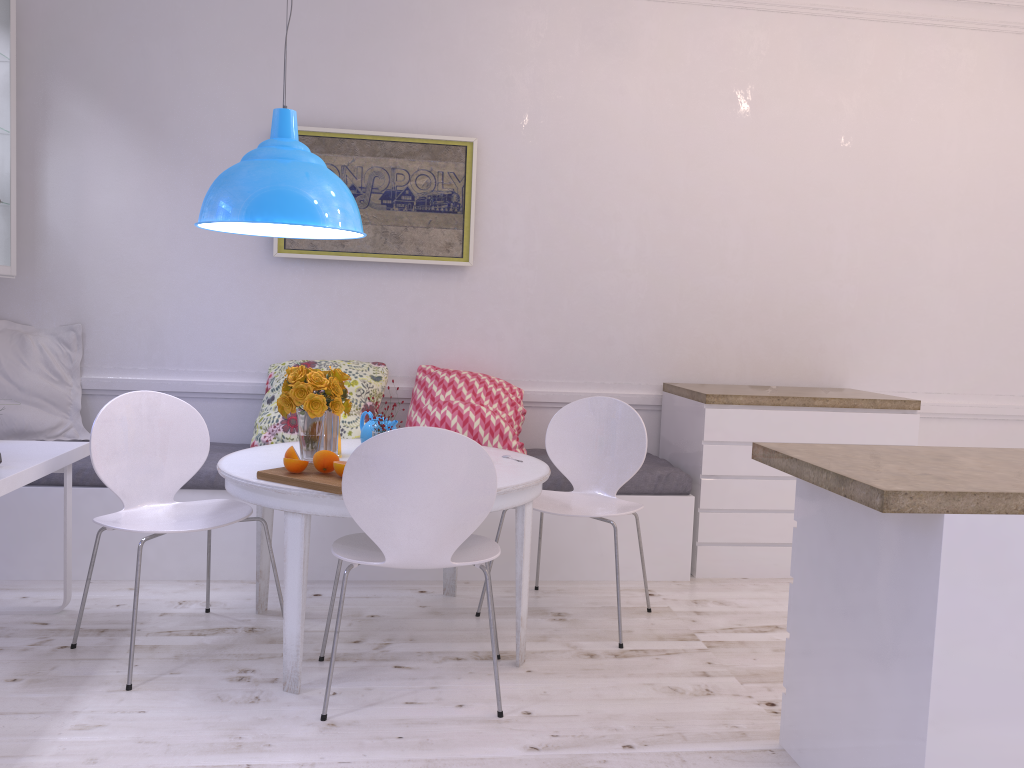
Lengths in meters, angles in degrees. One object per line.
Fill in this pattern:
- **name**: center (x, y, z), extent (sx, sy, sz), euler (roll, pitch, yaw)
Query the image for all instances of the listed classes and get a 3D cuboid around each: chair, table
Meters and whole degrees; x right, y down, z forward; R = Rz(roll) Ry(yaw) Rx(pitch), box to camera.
- **chair**: center (-0.290, 0.518, 2.695), extent (0.604, 0.845, 0.483), euler (2, 4, -8)
- **table**: center (-1.865, 0.576, 2.561), extent (0.736, 0.619, 1.514), euler (2, 4, -8)
- **table**: center (-0.447, 0.585, 3.132), extent (1.140, 0.629, 1.140), euler (4, 5, 21)
- **chair**: center (-1.126, 0.462, 2.982), extent (0.483, 0.845, 0.604), euler (6, 5, 38)
- **chair**: center (0.252, 0.483, 3.451), extent (0.604, 0.845, 0.483), euler (5, 5, 27)

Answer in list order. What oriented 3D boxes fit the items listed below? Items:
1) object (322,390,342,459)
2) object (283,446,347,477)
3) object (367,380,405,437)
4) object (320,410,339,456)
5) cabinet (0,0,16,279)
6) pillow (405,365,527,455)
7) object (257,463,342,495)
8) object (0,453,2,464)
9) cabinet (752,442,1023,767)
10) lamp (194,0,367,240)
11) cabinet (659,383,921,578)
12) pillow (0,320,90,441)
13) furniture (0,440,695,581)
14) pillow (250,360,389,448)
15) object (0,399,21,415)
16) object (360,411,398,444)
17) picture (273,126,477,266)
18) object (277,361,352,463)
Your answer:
- **object**: center (-0.645, 0.125, 3.169), extent (0.116, 0.267, 0.094), euler (4, 5, 19)
- **object**: center (-0.594, 0.237, 2.686), extent (0.285, 0.075, 0.129), euler (5, 5, 28)
- **object**: center (-0.441, 0.128, 3.097), extent (0.128, 0.287, 0.128), euler (2, 4, -6)
- **object**: center (-0.659, 0.173, 3.064), extent (0.122, 0.186, 0.101), euler (4, 5, 22)
- **cabinet**: center (-2.394, -1.113, 3.627), extent (0.425, 1.311, 0.823), euler (2, 4, -8)
- **pillow**: center (-0.219, 0.137, 4.285), extent (0.587, 0.424, 0.491), euler (2, 4, -5)
- **object**: center (-0.573, 0.285, 2.701), extent (0.347, 0.024, 0.224), euler (5, 5, 32)
- **object**: center (-1.626, 0.226, 2.757), extent (0.052, 0.067, 0.066), euler (2, 4, -7)
- **cabinet**: center (1.251, 0.620, 2.173), extent (1.167, 0.842, 0.654), euler (2, 4, -8)
- **lamp**: center (-0.744, -1.490, 2.954), extent (0.568, 1.948, 0.568), euler (4, 5, 26)
- **cabinet**: center (1.326, 0.454, 4.402), extent (1.036, 0.842, 0.654), euler (2, 4, -8)
- **pillow**: center (-2.326, -0.045, 4.112), extent (0.677, 0.642, 0.374), euler (-1, 5, -37)
- **furniture**: center (-0.864, 0.557, 4.086), extent (3.296, 0.508, 0.769), euler (2, 4, -8)
- **pillow**: center (-0.898, 0.112, 4.198), extent (0.592, 0.447, 0.509), euler (2, 4, -3)
- **object**: center (-1.904, 0.082, 2.765), extent (0.531, 0.367, 0.668), euler (4, 5, 17)
- **object**: center (-0.492, 0.181, 3.264), extent (0.150, 0.151, 0.156), euler (2, 4, -4)
- **picture**: center (-0.666, -0.917, 4.349), extent (0.971, 0.629, 0.020), euler (2, 4, -8)
- **object**: center (-0.644, 0.103, 2.907), extent (0.235, 0.351, 0.234), euler (-2, 6, -42)
